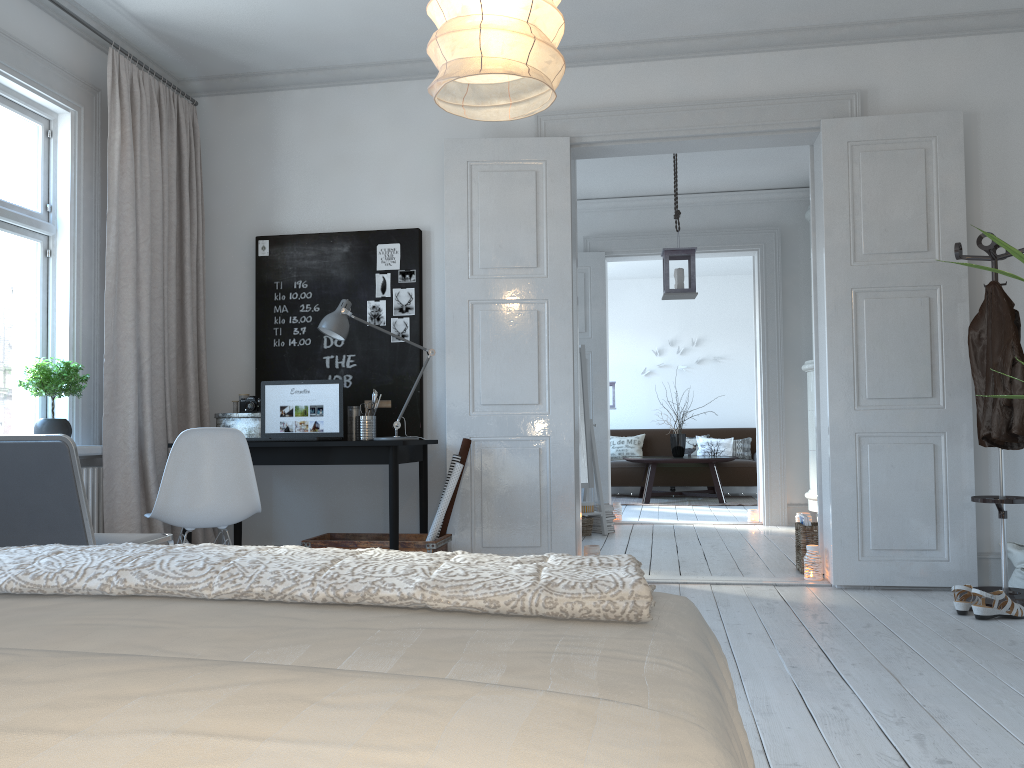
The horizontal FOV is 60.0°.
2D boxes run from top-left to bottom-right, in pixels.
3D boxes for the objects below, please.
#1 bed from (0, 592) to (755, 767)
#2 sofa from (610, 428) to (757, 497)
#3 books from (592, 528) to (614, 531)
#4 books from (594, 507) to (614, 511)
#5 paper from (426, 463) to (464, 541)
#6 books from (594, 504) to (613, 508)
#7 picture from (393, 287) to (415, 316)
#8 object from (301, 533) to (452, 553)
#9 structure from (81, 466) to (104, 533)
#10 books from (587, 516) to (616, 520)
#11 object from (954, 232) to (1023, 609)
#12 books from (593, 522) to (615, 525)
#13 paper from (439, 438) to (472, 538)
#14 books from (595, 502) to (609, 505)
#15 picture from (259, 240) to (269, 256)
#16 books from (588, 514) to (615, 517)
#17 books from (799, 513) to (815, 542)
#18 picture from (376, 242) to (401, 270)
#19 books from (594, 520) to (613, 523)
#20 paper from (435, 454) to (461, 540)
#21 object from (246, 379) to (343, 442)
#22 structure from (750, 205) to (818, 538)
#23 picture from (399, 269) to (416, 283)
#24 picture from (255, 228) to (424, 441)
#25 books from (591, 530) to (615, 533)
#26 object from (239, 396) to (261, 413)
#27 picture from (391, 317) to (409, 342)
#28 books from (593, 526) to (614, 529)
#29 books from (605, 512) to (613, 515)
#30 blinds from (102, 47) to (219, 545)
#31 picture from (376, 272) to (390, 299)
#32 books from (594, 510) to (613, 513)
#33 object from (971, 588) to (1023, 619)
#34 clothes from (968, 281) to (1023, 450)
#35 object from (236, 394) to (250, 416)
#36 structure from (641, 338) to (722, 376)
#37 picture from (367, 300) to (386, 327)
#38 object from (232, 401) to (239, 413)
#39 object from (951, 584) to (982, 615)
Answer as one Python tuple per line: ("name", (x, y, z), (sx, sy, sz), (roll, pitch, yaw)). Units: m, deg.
("bed", (-0.660, 0.295, 0.566), (1.888, 1.046, 2.178), (-1, -3, 9))
("sofa", (2.068, 0.962, 10.977), (2.165, 0.824, 0.969), (-1, -3, 9))
("books", (0.702, 1.147, 7.018), (0.128, 0.016, 0.177), (2, -4, -39))
("books", (0.706, 0.983, 7.014), (0.128, 0.026, 0.200), (0, -3, -19))
("paper", (-0.376, 0.702, 4.362), (0.283, 0.626, 0.041), (0, -2, -12))
("books", (0.700, 0.962, 7.019), (0.132, 0.017, 0.187), (0, -3, -18))
("picture", (-0.587, -0.449, 4.810), (0.121, 0.152, 0.002), (-1, -2, 9))
("object", (-0.657, 0.897, 4.371), (0.665, 0.282, 0.340), (-1, -3, 9))
("structure", (-2.127, 0.636, 3.662), (0.195, 0.547, 1.507), (-1, -3, 9))
("books", (0.704, 1.058, 7.014), (0.193, 0.022, 0.128), (-4, -4, 42))
("object", (2.223, 0.156, 4.041), (0.374, 1.657, 0.375), (-1, -2, 17))
("books", (0.701, 1.102, 7.016), (0.132, 0.017, 0.187), (2, -5, -43))
("paper", (-0.329, 0.649, 4.487), (0.297, 0.746, 0.048), (1, -3, -35))
("books", (0.694, 0.947, 7.034), (0.111, 0.014, 0.156), (0, -3, -11))
("picture", (-1.389, -0.760, 4.958), (0.061, 0.088, 0.004), (-1, -2, 6))
("books", (0.705, 1.038, 7.023), (0.128, 0.016, 0.179), (2, -4, -37))
("books", (1.720, 0.879, 4.942), (0.201, 0.300, 0.180), (-1, -3, 9))
("picture", (-0.672, -0.699, 4.834), (0.147, 0.154, 0.004), (-1, -2, 9))
("books", (0.693, 1.082, 7.022), (0.167, 0.022, 0.128), (-4, -4, 43))
("paper", (-0.367, 0.688, 4.421), (0.266, 0.668, 0.043), (1, -3, -35))
("object", (-1.102, 0.130, 4.387), (0.445, 0.315, 0.326), (-1, -3, 10))
("structure", (2.548, -0.181, 6.958), (1.248, 2.825, 0.801), (1, -3, -36))
("picture", (-0.570, -0.587, 4.814), (0.095, 0.071, 0.001), (-1, -2, 9))
("picture", (-0.961, -0.253, 4.897), (0.953, 1.171, 0.064), (-1, -2, 9))
("books", (0.706, 1.164, 7.018), (0.128, 0.016, 0.179), (2, -4, -42))
("object", (-1.357, 0.105, 4.600), (0.137, 0.087, 0.073), (-1, -3, 9))
("picture", (-0.606, -0.295, 4.808), (0.103, 0.136, 0.001), (-1, -2, 9))
("books", (0.701, 1.130, 7.016), (0.128, 0.016, 0.181), (2, -4, -35))
("books", (0.700, 1.021, 7.023), (0.128, 0.016, 0.177), (1, -4, -24))
("blinds", (-1.757, -0.266, 4.535), (0.225, 2.645, 0.831), (-1, -2, 9))
("picture", (-0.703, -0.538, 4.834), (0.083, 0.145, 0.002), (-1, -2, 9))
("books", (0.699, 1.005, 7.021), (0.128, 0.016, 0.181), (1, -3, -20))
("object", (2.029, 0.905, 3.674), (0.272, 0.125, 0.099), (0, -3, -18))
("clothes", (2.191, -0.087, 3.985), (0.237, 0.769, 0.211), (-3, -3, 43))
("object", (-1.439, 0.116, 4.682), (0.056, 0.130, 0.167), (-1, -3, 8))
("structure", (2.187, -0.354, 11.477), (1.025, 0.478, 0.085), (-1, -2, 9))
("picture", (-0.739, -0.385, 4.833), (0.107, 0.150, 0.001), (-1, -2, 9))
("object", (-1.482, 0.125, 4.756), (0.040, 0.069, 0.040), (-1, -3, -3))
("object", (1.962, 0.915, 3.828), (0.099, 0.125, 0.272), (-3, -4, 42))
